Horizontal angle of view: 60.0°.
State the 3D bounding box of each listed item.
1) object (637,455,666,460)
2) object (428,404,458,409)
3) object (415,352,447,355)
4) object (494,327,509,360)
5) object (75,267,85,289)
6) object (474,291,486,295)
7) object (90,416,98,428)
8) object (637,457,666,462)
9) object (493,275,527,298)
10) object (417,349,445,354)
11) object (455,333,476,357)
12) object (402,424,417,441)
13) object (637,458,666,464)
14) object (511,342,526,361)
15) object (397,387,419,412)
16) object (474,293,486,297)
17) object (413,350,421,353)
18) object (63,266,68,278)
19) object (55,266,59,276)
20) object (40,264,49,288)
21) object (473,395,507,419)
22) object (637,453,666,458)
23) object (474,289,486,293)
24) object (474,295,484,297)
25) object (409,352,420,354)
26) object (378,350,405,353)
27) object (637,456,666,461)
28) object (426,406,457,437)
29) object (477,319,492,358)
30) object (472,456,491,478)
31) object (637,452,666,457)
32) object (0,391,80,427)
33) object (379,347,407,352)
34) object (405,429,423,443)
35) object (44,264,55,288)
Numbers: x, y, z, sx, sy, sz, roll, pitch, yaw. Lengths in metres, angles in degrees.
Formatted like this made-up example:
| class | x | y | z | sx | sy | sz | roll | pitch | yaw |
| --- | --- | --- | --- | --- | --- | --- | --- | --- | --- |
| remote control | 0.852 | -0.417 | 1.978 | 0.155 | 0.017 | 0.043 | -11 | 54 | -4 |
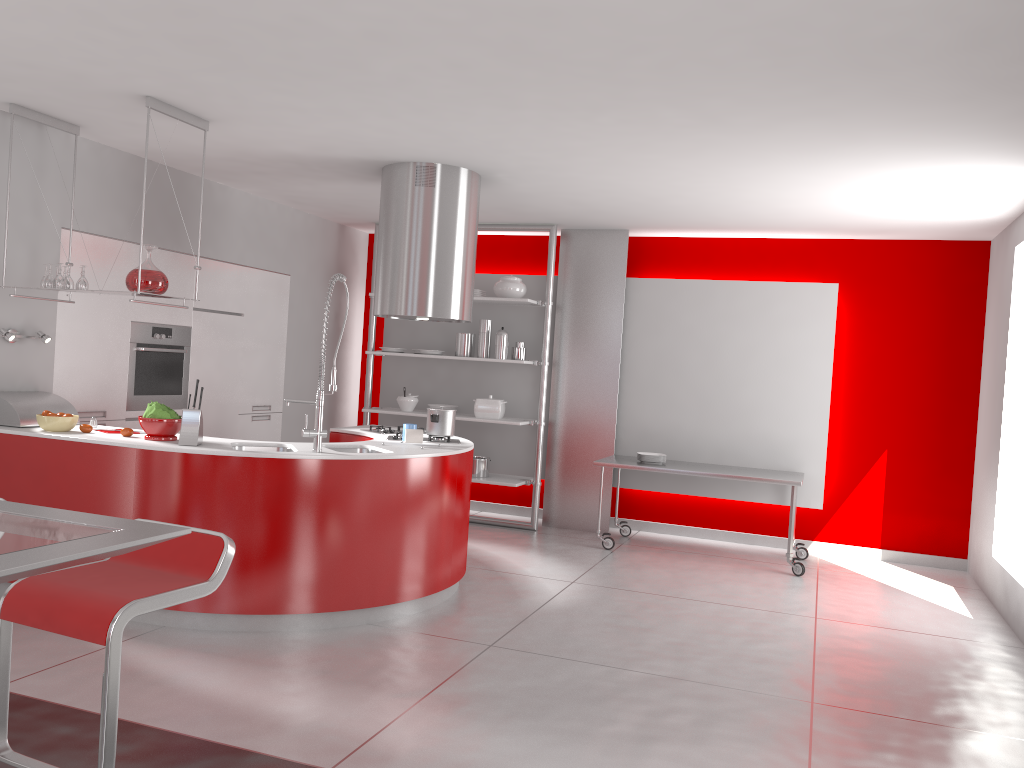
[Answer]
| class | x | y | z | sx | sy | sz | roll | pitch | yaw |
| --- | --- | --- | --- | --- | --- | --- | --- | --- | --- |
| object | 1.111 | 0.588 | 7.068 | 0.228 | 0.020 | 0.228 | 4 | 1 | 1 |
| object | -0.619 | 0.225 | 7.915 | 0.272 | 0.072 | 0.272 | 3 | 1 | -17 |
| object | -0.705 | -0.258 | 7.728 | 0.280 | 0.015 | 0.280 | 3 | 1 | -41 |
| object | -0.086 | -0.345 | 7.483 | 0.115 | 0.274 | 0.115 | 4 | 1 | 12 |
| object | -2.368 | -0.571 | 4.882 | 0.060 | 0.141 | 0.060 | 4 | 1 | 19 |
| object | -0.347 | -0.785 | 7.723 | 0.200 | 0.030 | 0.200 | 4 | 1 | 19 |
| object | -2.367 | 0.215 | 5.018 | 0.043 | 0.066 | 0.042 | 4 | 1 | 33 |
| object | 1.110 | 0.608 | 7.069 | 0.228 | 0.020 | 0.228 | 4 | 1 | 1 |
| object | -0.015 | -0.828 | 7.641 | 0.287 | 0.222 | 0.287 | 3 | 1 | -26 |
| object | -0.704 | -0.272 | 7.727 | 0.244 | 0.042 | 0.244 | 4 | 1 | 4 |
| object | -0.412 | -0.336 | 7.697 | 0.184 | 0.205 | 0.172 | 4 | 1 | 25 |
| object | -0.605 | 0.286 | 5.240 | 0.080 | 0.100 | 0.109 | 4 | 1 | -8 |
| object | 1.109 | 0.618 | 7.069 | 0.228 | 0.020 | 0.228 | 4 | 1 | 1 |
| object | 0.059 | -0.280 | 7.631 | 0.127 | 0.157 | 0.127 | 4 | 1 | 30 |
| object | -0.926 | 0.134 | 7.868 | 0.192 | 0.214 | 0.192 | 4 | 1 | 6 |
| object | -0.348 | -0.770 | 7.723 | 0.200 | 0.030 | 0.200 | 4 | 1 | 19 |
| object | -0.785 | -0.283 | 8.006 | 0.244 | 0.042 | 0.244 | 4 | 1 | 11 |
| object | -2.468 | -0.578 | 4.892 | 0.060 | 0.141 | 0.060 | 4 | 1 | 19 |
| object | -2.537 | -0.583 | 4.949 | 0.060 | 0.141 | 0.060 | 4 | 1 | 19 |
| object | -2.555 | -0.583 | 4.865 | 0.060 | 0.141 | 0.060 | 4 | 1 | 19 |
| object | -0.191 | 0.195 | 7.667 | 0.282 | 0.197 | 0.235 | 4 | 1 | 9 |
| object | 1.112 | 0.578 | 7.068 | 0.228 | 0.020 | 0.228 | 4 | 1 | 1 |
| object | -0.346 | -0.801 | 7.723 | 0.200 | 0.030 | 0.200 | 4 | 1 | 19 |
| object | -0.349 | -0.754 | 7.724 | 0.200 | 0.030 | 0.200 | 4 | 1 | 19 |
| object | -0.786 | -0.269 | 8.007 | 0.280 | 0.015 | 0.280 | 3 | 1 | -34 |
| object | -1.059 | -0.284 | 7.868 | 0.280 | 0.015 | 0.280 | 3 | 1 | -34 |
| object | 1.111 | 0.598 | 7.069 | 0.228 | 0.020 | 0.228 | 4 | 1 | 1 |
| object | -0.445 | 0.230 | 5.569 | 0.189 | 0.185 | 0.218 | 3 | 1 | -18 |
| object | -0.232 | -0.384 | 7.587 | 0.109 | 0.329 | 0.110 | 4 | 1 | 17 |
| object | -0.313 | 0.715 | 7.678 | 0.240 | 0.161 | 0.259 | 4 | 1 | 2 |
| object | 1.113 | 0.568 | 7.068 | 0.228 | 0.020 | 0.228 | 4 | 1 | 1 |
| object | -2.698 | 0.137 | 4.978 | 0.300 | 0.170 | 0.400 | 4 | 1 | 19 |
| object | -1.058 | -0.297 | 7.867 | 0.244 | 0.042 | 0.244 | 4 | 1 | 4 |
| object | -0.566 | 0.300 | 5.117 | 0.100 | 0.080 | 0.109 | 3 | 1 | -11 |
| object | -2.495 | -0.578 | 4.792 | 0.060 | 0.141 | 0.060 | 4 | 1 | -4 |
